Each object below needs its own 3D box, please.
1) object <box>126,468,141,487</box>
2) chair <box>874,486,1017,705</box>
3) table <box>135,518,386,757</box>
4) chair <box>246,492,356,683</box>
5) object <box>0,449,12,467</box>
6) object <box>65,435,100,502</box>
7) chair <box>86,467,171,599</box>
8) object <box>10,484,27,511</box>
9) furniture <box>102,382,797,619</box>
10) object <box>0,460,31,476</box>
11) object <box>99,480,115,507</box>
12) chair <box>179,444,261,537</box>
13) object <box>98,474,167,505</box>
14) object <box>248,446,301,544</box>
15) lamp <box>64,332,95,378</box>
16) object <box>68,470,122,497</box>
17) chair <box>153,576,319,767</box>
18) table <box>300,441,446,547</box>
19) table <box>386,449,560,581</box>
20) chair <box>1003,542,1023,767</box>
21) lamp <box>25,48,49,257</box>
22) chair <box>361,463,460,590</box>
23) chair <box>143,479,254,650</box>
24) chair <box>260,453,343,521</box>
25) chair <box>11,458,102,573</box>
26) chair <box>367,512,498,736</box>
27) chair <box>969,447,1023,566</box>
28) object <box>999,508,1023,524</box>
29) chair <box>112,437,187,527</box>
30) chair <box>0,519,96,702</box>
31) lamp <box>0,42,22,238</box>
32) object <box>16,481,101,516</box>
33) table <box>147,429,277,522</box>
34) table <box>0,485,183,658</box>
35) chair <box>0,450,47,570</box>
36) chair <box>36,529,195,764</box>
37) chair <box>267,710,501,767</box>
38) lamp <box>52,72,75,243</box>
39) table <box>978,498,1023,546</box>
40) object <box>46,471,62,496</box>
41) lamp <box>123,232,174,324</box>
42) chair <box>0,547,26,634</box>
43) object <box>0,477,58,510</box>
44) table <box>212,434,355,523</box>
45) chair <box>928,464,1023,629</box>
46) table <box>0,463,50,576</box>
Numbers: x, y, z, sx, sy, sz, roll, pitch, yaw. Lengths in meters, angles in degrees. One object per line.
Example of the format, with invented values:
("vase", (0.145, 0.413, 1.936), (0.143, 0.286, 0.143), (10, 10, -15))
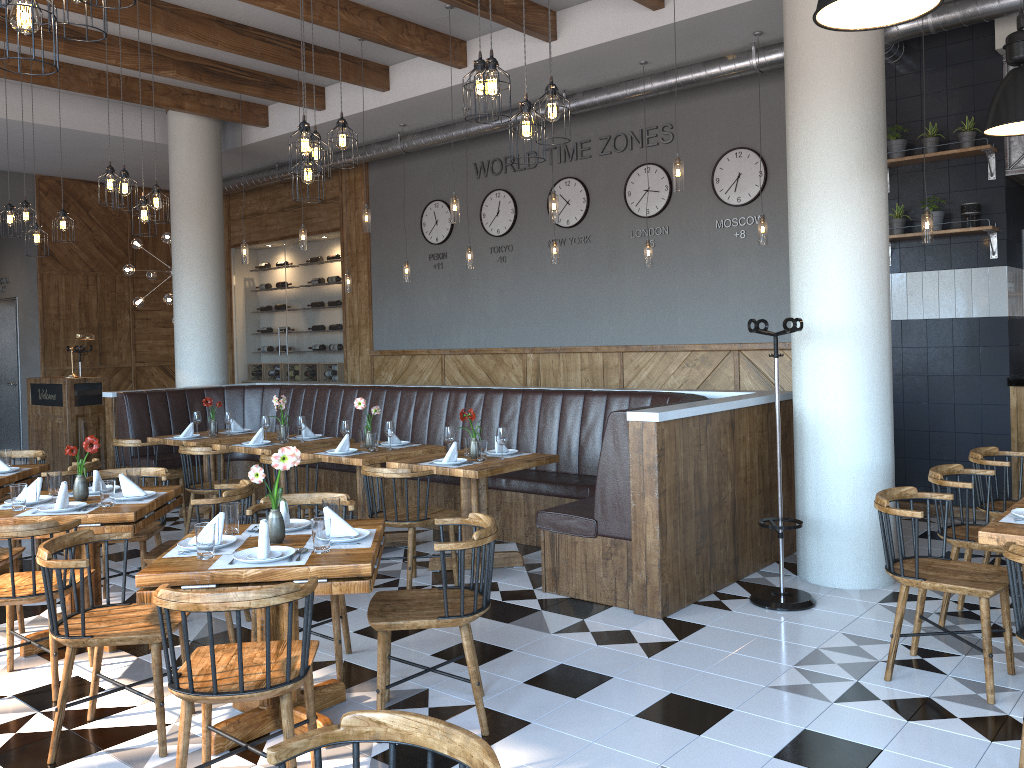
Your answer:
("object", (-2.165, 0.553, 5.072), (0.080, 0.132, 0.080), (-3, 2, -45))
("chair", (1.948, 0.915, 4.002), (0.549, 0.817, 0.520), (-1, 2, 40))
("table", (-0.969, 1.039, 3.675), (0.864, 0.763, 0.865), (-2, 2, -5))
("chair", (-1.019, 0.981, 4.309), (0.519, 0.817, 0.550), (-2, 1, -5))
("object", (-3.584, 0.532, 6.272), (0.080, 0.132, 0.080), (-2, 1, -35))
("object", (-2.318, 0.459, 4.820), (0.171, 0.355, 0.156), (-2, 1, 5))
("chair", (-2.393, 0.961, 5.471), (0.519, 0.817, 0.550), (-2, 1, -5))
("object", (-2.555, 0.588, 4.590), (0.080, 0.132, 0.080), (-3, 2, -45))
("furniture", (-1.073, 0.642, 7.743), (6.586, 1.149, 1.920), (1, 3, 40))
("object", (-3.508, 0.538, 6.061), (0.272, 0.137, 0.352), (-2, 3, -5))
("object", (-2.116, 0.574, 4.634), (0.080, 0.132, 0.080), (-2, 1, -35))
("chair", (-2.344, 0.879, 7.063), (0.519, 0.817, 0.550), (-1, 2, 40))
("object", (-2.083, 0.559, 4.860), (0.272, 0.137, 0.352), (-2, 3, -5))
("object", (-0.972, 0.458, 3.646), (0.207, 0.400, 0.146), (-2, 1, -30))
("lamp", (-4.616, -0.175, 9.458), (0.170, 0.756, 0.445), (-1, 1, 15))
("object", (-2.376, 0.555, 5.100), (0.352, 0.137, 0.272), (-2, 2, -5))
("chair", (-0.912, 1.044, 3.024), (0.519, 0.817, 0.550), (-2, 1, -5))
("table", (-1.099, 0.882, 6.838), (0.850, 0.763, 0.851), (0, 2, 40))
("table", (-0.256, 0.895, 6.125), (0.850, 0.763, 0.851), (0, 2, 40))
("chair", (2.036, 0.958, 3.098), (0.519, 0.817, 0.550), (-1, 2, 40))
("lamp", (-4.377, -2.207, 8.107), (0.175, 2.070, 0.175), (-2, 0, -6))
("chair", (-0.662, 0.904, 5.639), (0.519, 0.817, 0.550), (-1, 2, 40))
("chair", (-1.698, 0.971, 4.882), (0.550, 0.817, 0.520), (-2, 1, -5))
("chair", (-1.503, 0.891, 6.351), (0.519, 0.817, 0.550), (-1, 2, 40))
("chair", (-3.117, 0.950, 6.083), (0.550, 0.817, 0.520), (-2, 1, -5))
("chair", (-0.324, 0.992, 3.720), (0.550, 0.817, 0.520), (-2, 1, -5))
("chair", (3.067, 0.816, 5.327), (0.549, 0.817, 0.520), (-1, 2, 40))
("object", (2.240, 0.496, 3.735), (0.272, 0.137, 0.352), (0, 3, 40))
("chair", (-3.186, 0.866, 7.774), (0.519, 0.817, 0.550), (-1, 2, 40))
("chair", (-2.286, 1.023, 4.186), (0.519, 0.817, 0.550), (-2, 1, -5))
("lamp", (-4.590, -2.372, 8.050), (0.175, 2.070, 0.175), (-2, 1, -17))
("object", (-2.325, 0.581, 4.569), (0.352, 0.137, 0.272), (-2, 2, -5))
("table", (-2.773, 0.857, 8.254), (0.850, 0.763, 0.851), (0, 2, 40))
("table", (-2.343, 1.018, 4.837), (0.864, 0.763, 0.865), (-2, 2, -5))
("chair", (-3.813, 0.939, 6.672), (0.519, 0.817, 0.550), (-2, 1, -5))
("chair", (-1.608, 1.033, 3.613), (0.550, 0.817, 0.520), (-2, 1, -5))
("chair", (-0.285, 1.100, 1.573), (0.519, 0.817, 0.550), (-1, 2, 40))
("lamp", (-4.182, -2.348, 8.204), (0.175, 2.070, 0.175), (-2, 1, -39))
("table", (2.464, 0.948, 3.580), (0.850, 0.763, 0.851), (0, 2, 40))
("object", (-2.593, 0.567, 5.024), (0.080, 0.132, 0.080), (-3, 2, -45))
("lamp", (-4.527, -1.880, 11.907), (1.186, 2.191, 1.162), (-2, 1, 2))
("chair", (-2.982, 1.012, 4.775), (0.550, 0.817, 0.520), (-2, 1, -5))
("object", (-2.618, 0.577, 4.808), (0.272, 0.137, 0.352), (-2, 3, -5))
("table", (-1.931, 0.869, 7.542), (0.850, 0.763, 0.851), (0, 2, 40))
("chair", (2.507, 0.865, 4.664), (0.549, 0.817, 0.520), (-1, 2, 40))
("table", (-3.763, 0.997, 6.038), (0.864, 0.763, 0.865), (-2, 2, -5))
